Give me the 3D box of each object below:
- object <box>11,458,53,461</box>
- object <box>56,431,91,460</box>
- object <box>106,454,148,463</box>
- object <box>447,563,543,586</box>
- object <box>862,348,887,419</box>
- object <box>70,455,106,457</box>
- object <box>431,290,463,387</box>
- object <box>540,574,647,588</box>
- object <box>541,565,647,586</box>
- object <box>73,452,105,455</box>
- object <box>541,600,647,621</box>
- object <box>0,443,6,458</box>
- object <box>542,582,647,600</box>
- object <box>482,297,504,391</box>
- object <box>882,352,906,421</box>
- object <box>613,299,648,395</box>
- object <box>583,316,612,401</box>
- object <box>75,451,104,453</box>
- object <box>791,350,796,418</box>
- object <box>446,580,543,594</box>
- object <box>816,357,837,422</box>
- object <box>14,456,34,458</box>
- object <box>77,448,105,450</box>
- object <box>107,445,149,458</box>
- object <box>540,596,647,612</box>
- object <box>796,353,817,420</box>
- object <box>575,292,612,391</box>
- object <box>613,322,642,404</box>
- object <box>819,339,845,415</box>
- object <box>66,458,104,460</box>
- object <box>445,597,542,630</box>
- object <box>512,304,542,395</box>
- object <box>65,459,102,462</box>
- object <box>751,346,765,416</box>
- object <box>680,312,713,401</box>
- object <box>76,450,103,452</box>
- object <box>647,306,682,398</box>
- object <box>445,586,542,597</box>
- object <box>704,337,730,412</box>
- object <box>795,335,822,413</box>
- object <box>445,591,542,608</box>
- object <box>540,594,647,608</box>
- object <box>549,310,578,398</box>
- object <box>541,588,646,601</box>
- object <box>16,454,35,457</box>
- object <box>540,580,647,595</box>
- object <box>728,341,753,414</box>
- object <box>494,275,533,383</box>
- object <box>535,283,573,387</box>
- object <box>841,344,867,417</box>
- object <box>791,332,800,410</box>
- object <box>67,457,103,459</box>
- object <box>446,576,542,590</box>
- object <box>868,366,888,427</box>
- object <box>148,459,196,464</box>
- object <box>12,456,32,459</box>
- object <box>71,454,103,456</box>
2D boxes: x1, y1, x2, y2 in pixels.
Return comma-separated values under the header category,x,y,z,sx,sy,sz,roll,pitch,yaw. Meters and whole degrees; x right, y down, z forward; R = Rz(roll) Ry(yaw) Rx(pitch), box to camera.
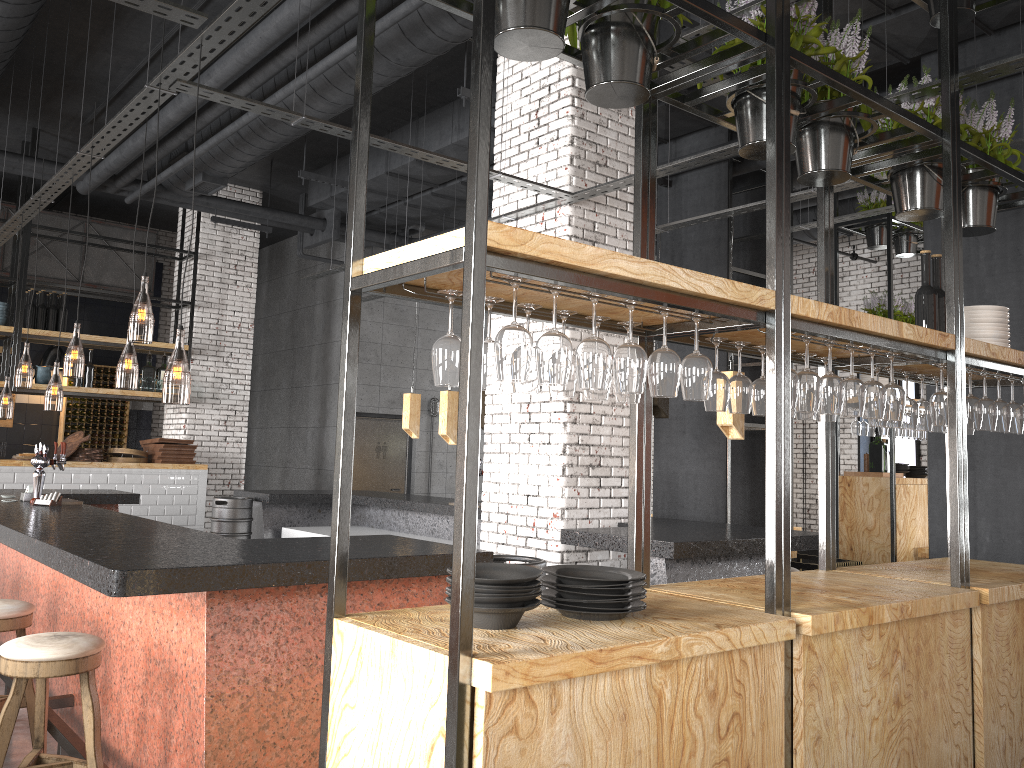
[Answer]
category,x,y,z,sx,sy,sz,roll,pitch,yaw
object,-5.154,0.814,9.558,0.407,0.019,0.457,2,-5,3
object,-4.857,0.683,9.771,0.488,0.339,0.241,-2,-7,37
object,-4.423,0.852,10.198,0.437,0.097,0.436,3,-5,-14
object,-0.047,0.530,2.367,0.257,0.076,0.256,2,-5,-2
object,1.380,-0.001,3.393,0.101,0.268,0.101,5,-6,-25
object,-4.796,0.810,9.951,0.407,0.019,0.457,0,-5,20
object,-0.175,-0.127,2.503,0.101,0.268,0.100,0,-6,14
object,0.235,0.576,2.570,0.305,0.049,0.305,3,-5,-14
object,0.236,0.562,2.573,0.306,0.039,0.305,-1,-6,34
object,-4.801,0.777,9.945,0.407,0.019,0.457,2,-5,4
object,0.234,0.651,2.562,0.306,0.035,0.305,2,-5,-1
object,-5.499,0.696,9.407,0.170,0.168,0.181,-1,-6,31
object,0.236,0.602,2.567,0.306,0.042,0.305,1,-5,8
object,-0.068,-0.116,2.590,0.101,0.268,0.100,0,-6,14
object,1.494,0.011,3.486,0.101,0.268,0.101,5,-6,-25
object,0.341,-0.106,2.553,0.101,0.268,0.100,0,-6,14
object,0.274,-0.081,2.867,0.101,0.268,0.100,0,-6,14
object,-4.781,0.763,9.965,0.458,0.019,0.406,2,-5,3
object,1.085,0.001,3.522,0.101,0.268,0.101,5,-6,-25
object,-0.048,0.560,2.362,0.257,0.072,0.256,0,-5,23
object,1.313,0.024,3.707,0.101,0.268,0.101,5,-6,-25
object,-5.219,0.783,9.560,0.214,0.013,0.520,6,-7,-43
object,-4.798,0.729,9.953,0.407,0.019,0.457,1,-5,8
object,-4.421,0.786,10.209,0.437,0.154,0.439,1,-5,8
object,0.234,0.640,2.562,0.305,0.041,0.305,4,-5,-22
object,1.199,0.012,3.614,0.101,0.268,0.101,5,-6,-25
object,0.227,-0.117,2.461,0.101,0.268,0.100,0,-6,14
object,0.388,-0.070,2.959,0.101,0.268,0.101,3,-6,-8
object,1.152,-0.024,3.209,0.101,0.268,0.101,5,-6,-25
object,-4.770,0.844,9.959,0.458,0.019,0.406,0,-5,23
object,-0.050,0.609,2.357,0.257,0.067,0.256,-3,-7,43
object,0.046,-0.104,2.682,0.101,0.268,0.100,0,-6,14
object,-4.788,0.859,9.953,0.458,0.019,0.406,2,-5,-4
object,0.971,-0.011,3.430,0.101,0.268,0.101,5,-6,-25
object,0.569,-0.083,2.738,0.101,0.268,0.101,3,-6,-8
object,-4.786,0.747,9.964,0.458,0.019,0.406,2,-5,-6
object,0.455,-0.094,2.646,0.101,0.268,0.100,0,-6,14
object,-0.050,0.578,2.361,0.257,0.075,0.256,3,-5,-14
object,0.750,-0.033,3.251,0.101,0.268,0.101,5,-6,-25
object,1.038,-0.035,3.117,0.101,0.268,0.101,5,-6,-25
object,-0.050,0.585,2.360,0.257,0.076,0.256,6,-6,-39
object,0.235,0.625,2.564,0.305,0.044,0.305,6,-6,-38
object,0.160,-0.093,2.775,0.101,0.268,0.100,0,-6,14
object,0.234,0.617,2.564,0.305,0.046,0.305,1,-5,9
object,-5.213,0.770,9.568,0.229,0.016,0.556,5,-6,-33
object,0.236,0.587,2.569,0.305,0.037,0.305,6,-6,-38
object,0.857,-0.022,3.338,0.101,0.268,0.101,5,-6,-25
object,0.006,-0.140,2.282,0.101,0.268,0.100,0,-6,14
object,0.113,-0.129,2.369,0.101,0.268,0.100,0,-6,14
object,1.266,-0.012,3.301,0.101,0.268,0.101,5,-6,-25
object,0.930,-0.046,3.030,0.101,0.268,0.101,5,-6,-25
object,-4.791,0.827,9.953,0.458,0.019,0.406,3,-5,-11
object,-0.049,0.556,2.364,0.256,0.072,0.257,6,-6,-39
object,1.637,0.057,3.969,0.101,0.268,0.100,2,-6,-2
object,-4.064,0.914,10.472,0.404,0.044,0.635,6,-7,-43
object,-5.218,0.796,9.567,0.276,0.019,0.513,5,-6,-34
object,-4.806,0.791,9.925,0.406,0.019,0.457,4,-5,-25
